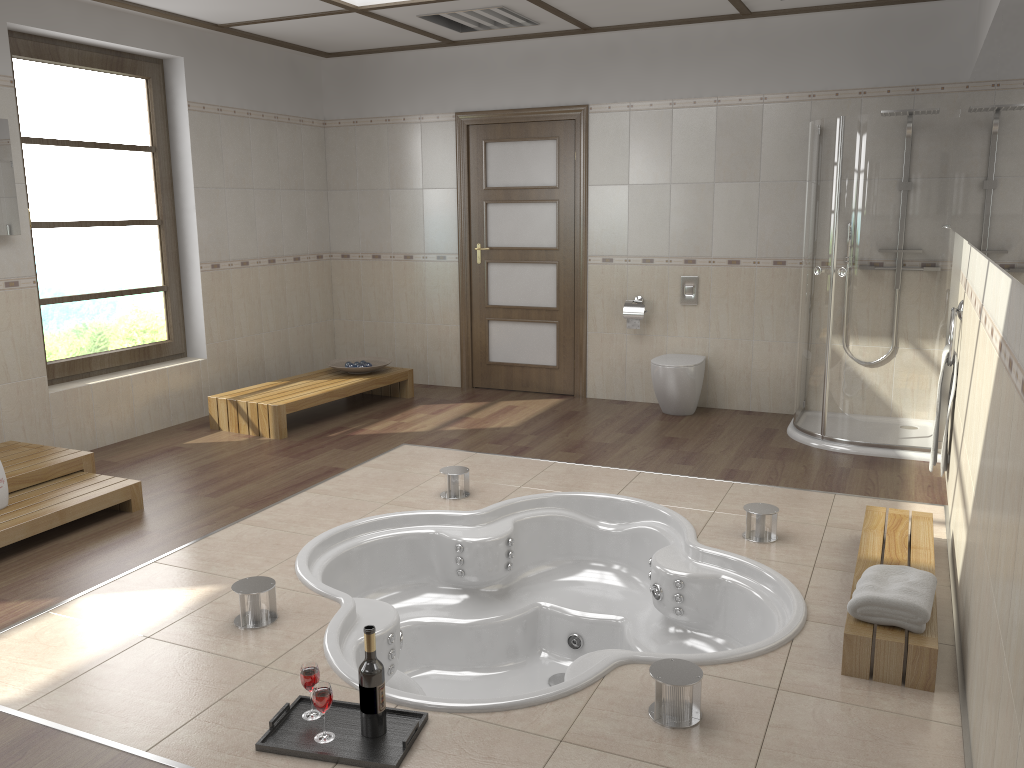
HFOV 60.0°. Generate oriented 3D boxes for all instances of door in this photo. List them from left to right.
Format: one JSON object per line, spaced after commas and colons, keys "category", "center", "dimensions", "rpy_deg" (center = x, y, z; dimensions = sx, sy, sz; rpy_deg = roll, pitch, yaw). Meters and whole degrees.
{"category": "door", "center": [0.073, -0.942, 6.766], "dimensions": [0.861, 2.026, 0.102], "rpy_deg": [4, 12, 21]}

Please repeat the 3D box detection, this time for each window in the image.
{"category": "window", "center": [-2.561, -1.060, 5.528], "dimensions": [0.117, 1.934, 1.188], "rpy_deg": [4, 12, 24]}

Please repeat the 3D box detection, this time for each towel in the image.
{"category": "towel", "center": [1.226, 0.674, 2.852], "dimensions": [0.233, 0.099, 0.331], "rpy_deg": [6, 13, 28]}
{"category": "towel", "center": [2.155, 0.126, 4.431], "dimensions": [0.083, 0.635, 0.280], "rpy_deg": [5, 12, 24]}

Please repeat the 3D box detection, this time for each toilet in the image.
{"category": "toilet", "center": [1.151, 0.018, 6.152], "dimensions": [0.337, 0.388, 0.519], "rpy_deg": [4, 12, 24]}

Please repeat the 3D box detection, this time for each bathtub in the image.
{"category": "bathtub", "center": [0.091, 1.060, 3.559], "dimensions": [1.751, 0.674, 1.754], "rpy_deg": [-5, 12, -20]}

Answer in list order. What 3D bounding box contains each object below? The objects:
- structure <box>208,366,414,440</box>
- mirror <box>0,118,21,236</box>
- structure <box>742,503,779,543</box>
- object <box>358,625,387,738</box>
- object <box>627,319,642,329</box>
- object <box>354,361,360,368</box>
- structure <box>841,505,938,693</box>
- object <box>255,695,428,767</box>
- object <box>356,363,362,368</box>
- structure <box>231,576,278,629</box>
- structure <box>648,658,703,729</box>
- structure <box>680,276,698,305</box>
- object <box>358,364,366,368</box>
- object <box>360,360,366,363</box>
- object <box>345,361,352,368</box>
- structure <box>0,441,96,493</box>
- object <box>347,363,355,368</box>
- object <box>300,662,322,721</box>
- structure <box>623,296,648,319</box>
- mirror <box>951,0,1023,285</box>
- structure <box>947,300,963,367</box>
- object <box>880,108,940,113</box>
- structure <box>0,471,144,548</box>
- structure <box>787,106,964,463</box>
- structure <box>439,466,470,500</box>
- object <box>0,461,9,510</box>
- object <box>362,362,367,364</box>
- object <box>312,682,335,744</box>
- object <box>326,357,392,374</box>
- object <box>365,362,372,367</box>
{"category": "structure", "center": [-1.378, 0.091, 6.330], "dimensions": [0.620, 0.220, 1.450], "rpy_deg": [6, 13, 29]}
{"category": "mirror", "center": [-3.098, -0.897, 3.734], "dimensions": [0.005, 0.600, 2.200], "rpy_deg": [4, 12, 24]}
{"category": "structure", "center": [1.080, 0.602, 3.851], "dimensions": [0.150, 0.131, 0.150], "rpy_deg": [2, 12, 14]}
{"category": "object", "center": [-0.381, 0.803, 2.409], "dimensions": [0.070, 0.307, 0.070], "rpy_deg": [-2, 11, -9]}
{"category": "object", "center": [0.881, -0.474, 6.353], "dimensions": [0.098, 0.151, 0.090], "rpy_deg": [4, 12, 24]}
{"category": "object", "center": [-1.170, -0.140, 6.699], "dimensions": [0.060, 0.060, 0.060], "rpy_deg": [4, 12, 23]}
{"category": "structure", "center": [1.391, 0.719, 3.230], "dimensions": [0.260, 0.140, 1.280], "rpy_deg": [4, 12, 24]}
{"category": "object", "center": [-0.461, 0.945, 2.436], "dimensions": [0.400, 0.040, 0.250], "rpy_deg": [2, 12, 14]}
{"category": "object", "center": [-1.139, -0.129, 6.641], "dimensions": [0.060, 0.060, 0.060], "rpy_deg": [4, 12, 23]}
{"category": "structure", "center": [-0.904, 0.767, 3.118], "dimensions": [0.150, 0.131, 0.150], "rpy_deg": [6, 13, 28]}
{"category": "structure", "center": [0.463, 0.874, 2.511], "dimensions": [0.150, 0.131, 0.150], "rpy_deg": [7, 13, 33]}
{"category": "structure", "center": [1.250, -0.659, 6.252], "dimensions": [0.120, 0.200, 0.010], "rpy_deg": [4, 12, 24]}
{"category": "object", "center": [-1.112, -0.120, 6.587], "dimensions": [0.060, 0.060, 0.060], "rpy_deg": [4, 12, 23]}
{"category": "object", "center": [-1.132, -0.150, 6.748], "dimensions": [0.060, 0.060, 0.060], "rpy_deg": [4, 12, 23]}
{"category": "object", "center": [-1.230, -0.140, 6.682], "dimensions": [0.060, 0.060, 0.060], "rpy_deg": [4, 12, 23]}
{"category": "structure", "center": [-2.705, 0.564, 4.008], "dimensions": [0.620, 0.220, 1.450], "rpy_deg": [4, 12, 24]}
{"category": "object", "center": [-1.200, -0.128, 6.628], "dimensions": [0.060, 0.060, 0.060], "rpy_deg": [4, 12, 23]}
{"category": "object", "center": [-0.568, 0.865, 2.502], "dimensions": [0.055, 0.153, 0.055], "rpy_deg": [3, 12, 17]}
{"category": "structure", "center": [0.895, -0.549, 6.357], "dimensions": [0.170, 0.151, 0.154], "rpy_deg": [4, 12, 24]}
{"category": "mirror", "center": [1.378, -0.720, 2.616], "dimensions": [0.005, 0.600, 3.600], "rpy_deg": [4, 12, 24]}
{"category": "structure", "center": [2.174, -0.249, 4.354], "dimensions": [0.051, 0.332, 0.291], "rpy_deg": [4, 12, 24]}
{"category": "object", "center": [2.352, -0.861, 5.495], "dimensions": [0.575, 1.578, 0.385], "rpy_deg": [4, 12, 24]}
{"category": "structure", "center": [-2.338, 0.631, 3.858], "dimensions": [0.620, 0.140, 1.280], "rpy_deg": [4, 12, 24]}
{"category": "structure", "center": [2.173, -0.613, 5.337], "dimensions": [0.900, 1.917, 0.900], "rpy_deg": [4, 12, 24]}
{"category": "structure", "center": [-0.288, 0.495, 4.458], "dimensions": [0.150, 0.131, 0.150], "rpy_deg": [-3, 11, -10]}
{"category": "object", "center": [-2.267, 0.417, 3.870], "dimensions": [0.063, 0.276, 0.134], "rpy_deg": [3, 12, 17]}
{"category": "object", "center": [-1.107, -0.139, 6.692], "dimensions": [0.060, 0.060, 0.060], "rpy_deg": [4, 12, 23]}
{"category": "object", "center": [-0.509, 0.886, 2.394], "dimensions": [0.055, 0.153, 0.055], "rpy_deg": [3, 12, 17]}
{"category": "object", "center": [-1.146, -0.128, 6.665], "dimensions": [0.487, 0.076, 0.487], "rpy_deg": [-4, 12, -19]}
{"category": "object", "center": [-1.076, -0.133, 6.638], "dimensions": [0.060, 0.060, 0.060], "rpy_deg": [4, 12, 23]}
